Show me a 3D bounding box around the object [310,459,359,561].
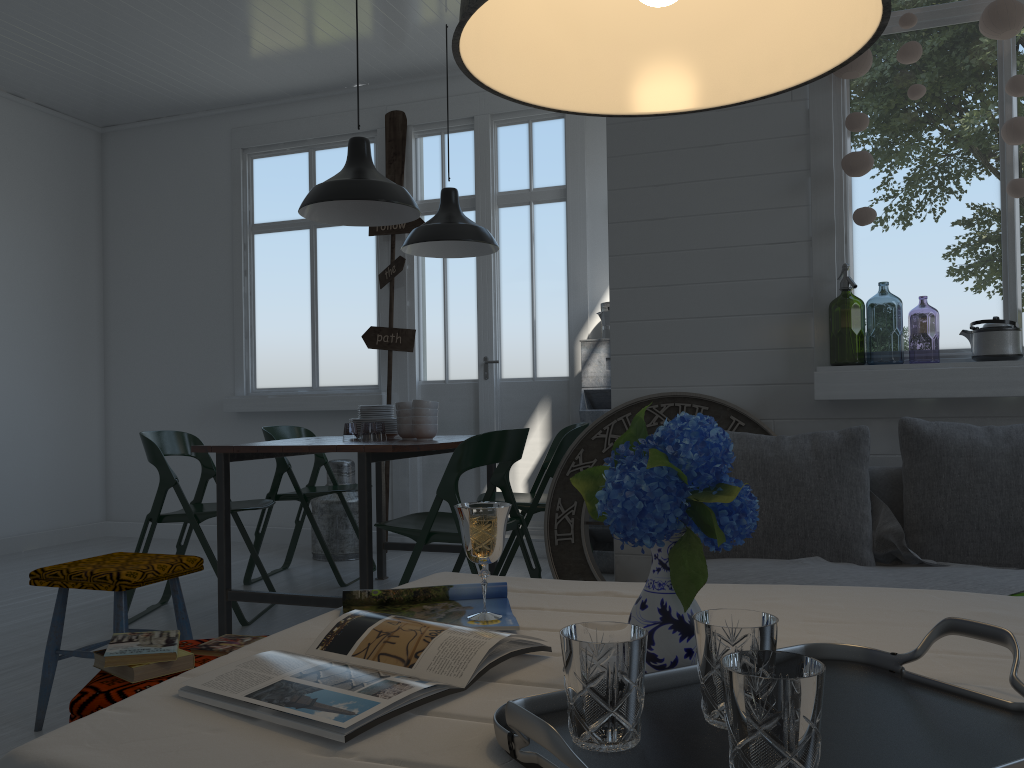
[{"bbox_3d":[-1.268,0.926,6.596,0.450,0.725,0.451,-1,-1,0],"label":"object"}]

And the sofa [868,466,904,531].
[{"bbox_3d":[1.649,0.694,1.423,3.395,0.899,3.408,-2,-2,20],"label":"sofa"}]

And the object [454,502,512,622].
[{"bbox_3d":[-0.047,0.299,1.495,0.098,0.191,0.098,-2,-1,40],"label":"object"}]

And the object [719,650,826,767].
[{"bbox_3d":[0.242,0.317,0.823,0.095,0.119,0.095,-2,-1,44],"label":"object"}]

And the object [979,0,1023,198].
[{"bbox_3d":[1.888,-1.415,3.372,0.200,1.426,0.196,-1,-1,31],"label":"object"}]

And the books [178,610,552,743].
[{"bbox_3d":[-0.185,0.374,1.224,0.300,0.049,0.422,-2,-2,35],"label":"books"}]

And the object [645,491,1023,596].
[{"bbox_3d":[0.829,0.754,2.825,1.684,0.924,1.213,0,-1,-29],"label":"object"}]

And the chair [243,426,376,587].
[{"bbox_3d":[-1.305,0.774,5.798,0.730,1.006,0.651,-1,-1,10],"label":"chair"}]

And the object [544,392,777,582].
[{"bbox_3d":[0.676,0.599,3.680,1.111,1.138,0.585,-1,-1,5],"label":"object"}]

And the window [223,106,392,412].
[{"bbox_3d":[-1.671,-0.981,7.214,1.482,2.398,0.254,-1,-1,20],"label":"window"}]

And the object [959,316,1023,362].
[{"bbox_3d":[1.852,-0.171,3.406,0.186,0.174,0.208,-1,-1,1],"label":"object"}]

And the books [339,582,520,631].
[{"bbox_3d":[-0.149,0.388,1.532,0.300,0.043,0.229,-1,-2,-6],"label":"books"}]

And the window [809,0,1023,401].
[{"bbox_3d":[1.919,-1.149,3.399,1.482,2.398,0.254,-1,-1,20],"label":"window"}]

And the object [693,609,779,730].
[{"bbox_3d":[0.254,0.322,1.002,0.095,0.119,0.095,-1,-1,4],"label":"object"}]

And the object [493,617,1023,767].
[{"bbox_3d":[0.300,0.344,0.960,0.651,0.092,0.399,0,-2,-28],"label":"object"}]

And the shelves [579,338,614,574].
[{"bbox_3d":[0.785,0.467,5.941,0.513,1.515,0.679,-1,-1,20],"label":"shelves"}]

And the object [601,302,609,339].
[{"bbox_3d":[0.727,-0.425,6.227,0.205,0.290,0.205,-1,-1,22],"label":"object"}]

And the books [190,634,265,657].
[{"bbox_3d":[-0.585,0.575,1.943,0.189,0.012,0.133,-2,-2,18],"label":"books"}]

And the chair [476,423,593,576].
[{"bbox_3d":[0.168,0.726,4.982,0.730,1.006,0.651,-1,-1,0],"label":"chair"}]

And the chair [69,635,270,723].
[{"bbox_3d":[-0.652,0.865,1.877,0.419,0.562,0.419,-1,-1,-10],"label":"chair"}]

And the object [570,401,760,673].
[{"bbox_3d":[0.217,0.211,1.218,0.236,0.377,0.266,-1,-1,22],"label":"object"}]

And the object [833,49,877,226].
[{"bbox_3d":[1.380,-1.329,3.554,0.193,1.404,0.197,-1,-1,-19],"label":"object"}]

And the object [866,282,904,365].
[{"bbox_3d":[1.482,-0.238,3.529,0.137,0.335,0.137,-1,-1,27],"label":"object"}]

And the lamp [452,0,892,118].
[{"bbox_3d":[0.197,-1.501,1.275,0.601,2.044,0.601,-1,-1,-9],"label":"lamp"}]

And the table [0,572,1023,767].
[{"bbox_3d":[0.294,0.749,1.247,1.670,0.725,1.327,-2,-1,21],"label":"table"}]

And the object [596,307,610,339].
[{"bbox_3d":[0.682,-0.405,6.053,0.205,0.249,0.130,-1,-1,11],"label":"object"}]

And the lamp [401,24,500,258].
[{"bbox_3d":[-0.420,-1.634,5.864,0.650,1.499,0.650,-1,-1,-25],"label":"lamp"}]

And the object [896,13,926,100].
[{"bbox_3d":[1.584,-1.655,3.480,0.153,1.088,0.150,-1,-1,-34],"label":"object"}]

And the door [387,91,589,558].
[{"bbox_3d":[-0.212,-0.472,6.673,1.610,3.480,0.254,-1,-1,20],"label":"door"}]

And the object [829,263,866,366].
[{"bbox_3d":[1.345,-0.278,3.561,0.136,0.415,0.136,-1,-1,17],"label":"object"}]

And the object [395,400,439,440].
[{"bbox_3d":[-0.510,0.193,4.764,0.149,0.216,0.309,0,-1,-37],"label":"object"}]

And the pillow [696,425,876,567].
[{"bbox_3d":[0.953,0.412,3.175,0.639,0.521,0.279,-1,-1,20],"label":"pillow"}]

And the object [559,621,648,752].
[{"bbox_3d":[0.099,0.323,0.950,0.095,0.119,0.095,-2,-1,44],"label":"object"}]

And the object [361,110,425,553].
[{"bbox_3d":[-0.913,-0.440,6.796,0.361,3.420,0.413,-1,-1,-37],"label":"object"}]

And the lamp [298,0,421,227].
[{"bbox_3d":[-0.825,-1.658,4.756,0.650,1.499,0.650,-1,-1,17],"label":"lamp"}]

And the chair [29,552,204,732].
[{"bbox_3d":[-1.394,0.914,3.158,0.419,0.562,0.419,-1,-1,20],"label":"chair"}]

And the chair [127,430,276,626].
[{"bbox_3d":[-1.673,0.752,4.789,0.730,1.006,0.651,-1,-1,0],"label":"chair"}]

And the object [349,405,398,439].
[{"bbox_3d":[-0.767,0.215,5.008,0.300,0.195,0.306,0,-2,-34],"label":"object"}]

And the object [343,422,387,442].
[{"bbox_3d":[-0.780,0.255,4.732,0.172,0.098,0.241,-2,-2,24],"label":"object"}]

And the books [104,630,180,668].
[{"bbox_3d":[-0.756,0.539,1.822,0.133,0.022,0.189,0,-2,-19],"label":"books"}]

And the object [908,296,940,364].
[{"bbox_3d":[1.614,-0.209,3.474,0.111,0.270,0.111,-2,-1,38],"label":"object"}]

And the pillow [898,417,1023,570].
[{"bbox_3d":[1.665,0.367,3.013,0.641,0.520,0.280,-1,-1,21],"label":"pillow"}]

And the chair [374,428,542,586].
[{"bbox_3d":[-0.212,0.703,3.942,0.730,1.006,0.651,-1,-1,20],"label":"chair"}]

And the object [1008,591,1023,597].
[{"bbox_3d":[1.819,0.790,2.353,3.164,0.473,1.044,-2,-2,20],"label":"object"}]

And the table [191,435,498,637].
[{"bbox_3d":[-0.759,0.761,4.844,1.171,0.929,1.695,-1,-1,18],"label":"table"}]

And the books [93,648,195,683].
[{"bbox_3d":[-0.756,0.565,1.817,0.182,0.030,0.128,-2,-2,42],"label":"books"}]
